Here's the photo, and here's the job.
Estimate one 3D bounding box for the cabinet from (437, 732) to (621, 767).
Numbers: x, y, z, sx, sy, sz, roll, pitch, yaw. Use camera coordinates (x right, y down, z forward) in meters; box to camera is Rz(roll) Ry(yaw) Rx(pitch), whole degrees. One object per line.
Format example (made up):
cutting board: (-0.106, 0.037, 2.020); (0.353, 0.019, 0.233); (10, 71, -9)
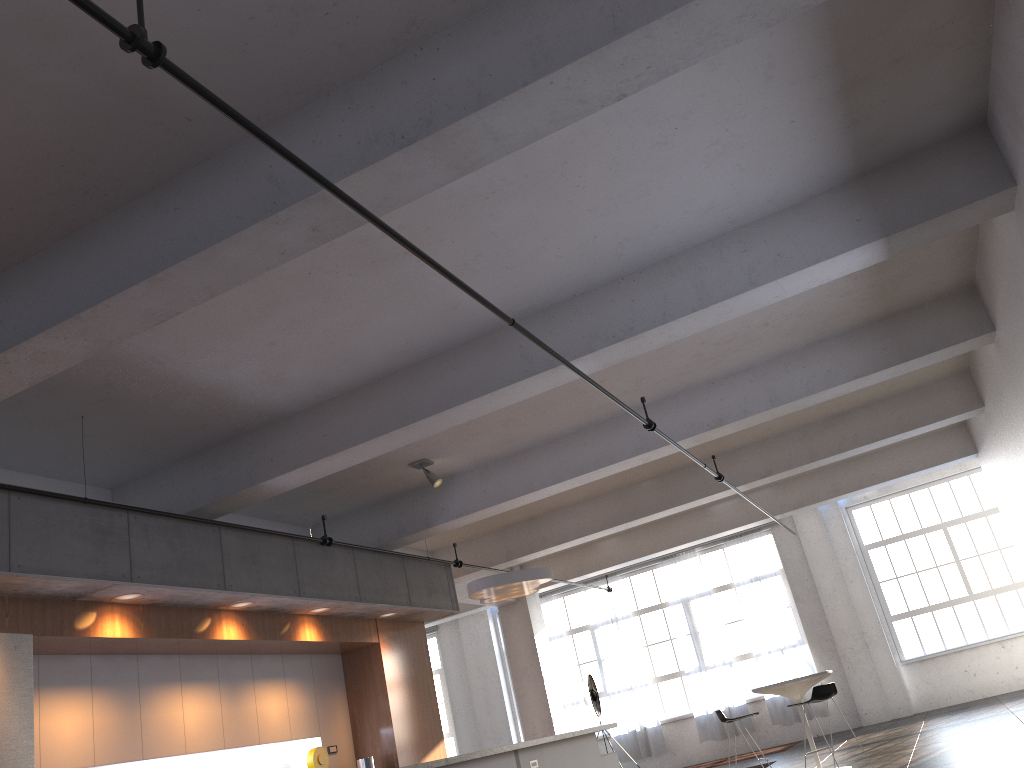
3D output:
cabinet: (-0.361, 3.821, 7.778); (0.913, 0.920, 5.762); (-21, -24, 19)

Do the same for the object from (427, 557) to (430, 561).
object: (-6.650, 3.081, 2.818); (0.938, 1.202, 13.486); (-26, -25, 29)

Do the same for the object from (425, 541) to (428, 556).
object: (-2.576, 3.718, 8.115); (0.054, 0.059, 0.057); (8, -30, -43)

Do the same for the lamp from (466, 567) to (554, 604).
lamp: (-0.093, 2.420, 10.528); (1.022, 0.129, 1.075); (-4, -24, -22)

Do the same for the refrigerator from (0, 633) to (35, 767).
refrigerator: (-3.519, 2.696, 5.629); (0.218, 2.168, 0.974); (-20, -22, 17)

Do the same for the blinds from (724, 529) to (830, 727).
blinds: (4.808, 4.366, 16.487); (1.020, 3.712, 0.349); (-20, -22, 17)

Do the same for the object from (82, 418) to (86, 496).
object: (-2.603, 3.756, 8.090); (0.065, 0.052, 0.050); (0, -25, -30)

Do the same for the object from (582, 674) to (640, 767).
object: (1.449, 5.991, 15.235); (1.169, 1.899, 1.077); (-21, -23, 19)

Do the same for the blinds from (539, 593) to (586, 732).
blinds: (0.815, 5.967, 17.901); (1.016, 3.674, 0.321); (-20, -22, 17)

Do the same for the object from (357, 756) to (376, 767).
object: (-1.600, 4.210, 9.745); (0.193, 0.168, 0.190); (-5, -23, -20)

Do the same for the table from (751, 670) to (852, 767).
table: (3.062, 3.561, 9.210); (0.820, 0.941, 0.846); (-21, -23, 19)

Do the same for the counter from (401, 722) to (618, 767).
counter: (-0.643, 3.634, 7.252); (1.131, 0.961, 6.790); (-22, -24, 19)

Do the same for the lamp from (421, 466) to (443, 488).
lamp: (-0.860, 0.975, 9.461); (0.221, 0.284, 0.133); (-15, -21, 3)

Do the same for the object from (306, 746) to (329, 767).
object: (-2.014, 3.996, 9.261); (0.098, 0.377, 0.280); (-21, -23, 19)

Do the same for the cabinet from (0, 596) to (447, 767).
cabinet: (-3.677, 3.533, 7.761); (2.357, 2.535, 8.270); (-21, -24, 19)

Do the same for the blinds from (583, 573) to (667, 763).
blinds: (2.120, 5.441, 17.417); (1.022, 3.636, 0.368); (-20, -22, 18)

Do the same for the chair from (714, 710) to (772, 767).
chair: (2.393, 3.771, 9.084); (0.506, 0.886, 0.468); (-12, -21, -3)

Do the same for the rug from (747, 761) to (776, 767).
rug: (2.021, 5.491, 11.959); (2.857, 0.028, 1.892); (-22, -24, 18)

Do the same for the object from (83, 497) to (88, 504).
object: (-2.615, 3.783, 8.138); (0.051, 0.052, 0.063); (-24, -24, 25)

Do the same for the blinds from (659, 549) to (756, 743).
blinds: (3.606, 4.842, 16.897); (1.027, 3.659, 0.345); (-19, -22, 15)

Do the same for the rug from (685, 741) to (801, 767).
rug: (3.361, 6.598, 15.315); (3.100, 0.009, 1.851); (-21, -24, 18)
